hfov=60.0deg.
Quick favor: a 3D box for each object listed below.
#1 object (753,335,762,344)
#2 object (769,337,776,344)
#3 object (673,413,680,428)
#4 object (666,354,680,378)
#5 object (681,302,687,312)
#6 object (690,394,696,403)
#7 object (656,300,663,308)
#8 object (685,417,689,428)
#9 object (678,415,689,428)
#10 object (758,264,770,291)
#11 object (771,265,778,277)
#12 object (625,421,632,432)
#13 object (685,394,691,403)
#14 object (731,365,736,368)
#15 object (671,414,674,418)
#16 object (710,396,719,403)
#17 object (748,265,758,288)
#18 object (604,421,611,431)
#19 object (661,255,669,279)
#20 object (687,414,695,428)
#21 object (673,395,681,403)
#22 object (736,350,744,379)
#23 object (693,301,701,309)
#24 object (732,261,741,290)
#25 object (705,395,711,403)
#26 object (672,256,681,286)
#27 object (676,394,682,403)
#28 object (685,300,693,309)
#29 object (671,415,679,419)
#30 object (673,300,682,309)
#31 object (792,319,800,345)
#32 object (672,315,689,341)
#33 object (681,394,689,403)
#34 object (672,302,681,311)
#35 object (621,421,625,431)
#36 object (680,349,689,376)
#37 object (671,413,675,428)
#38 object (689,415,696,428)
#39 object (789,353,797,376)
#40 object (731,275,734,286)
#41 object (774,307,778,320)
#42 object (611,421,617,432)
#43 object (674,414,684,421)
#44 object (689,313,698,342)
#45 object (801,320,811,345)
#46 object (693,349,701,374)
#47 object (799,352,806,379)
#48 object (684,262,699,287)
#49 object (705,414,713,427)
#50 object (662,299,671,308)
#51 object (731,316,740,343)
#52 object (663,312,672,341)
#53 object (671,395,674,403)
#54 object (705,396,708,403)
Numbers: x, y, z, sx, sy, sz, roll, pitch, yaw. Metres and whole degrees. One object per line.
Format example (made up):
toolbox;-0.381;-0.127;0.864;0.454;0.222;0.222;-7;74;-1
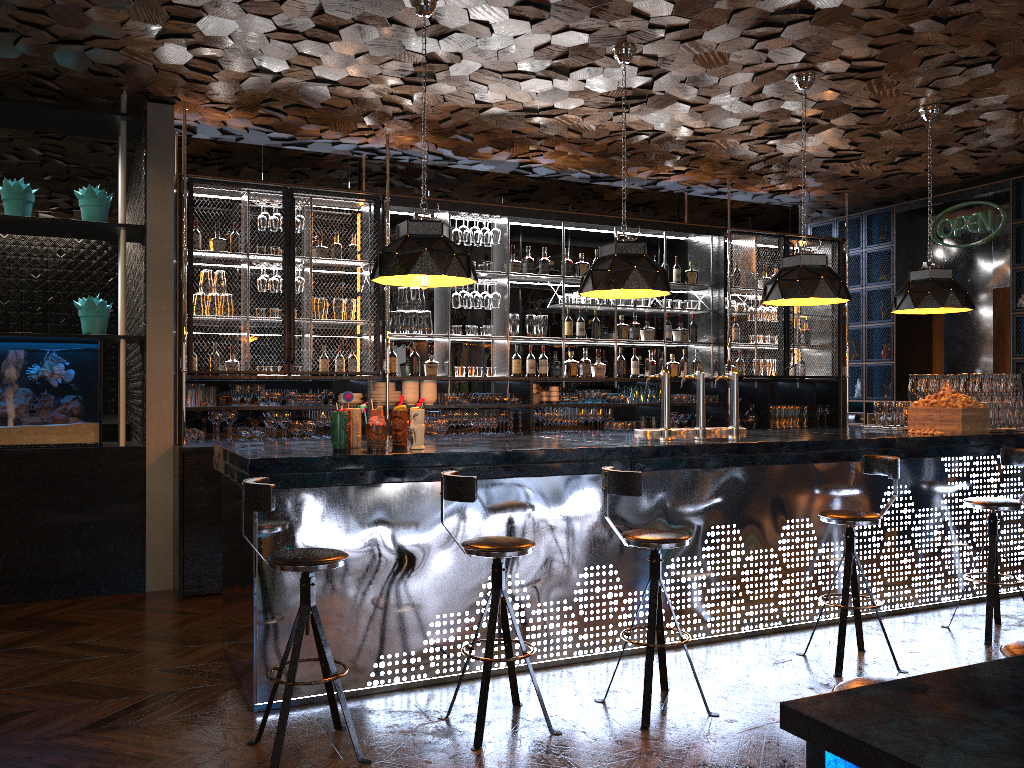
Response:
object;2.556;-0.462;9.226;0.089;0.092;0.089;0;0;-41
object;2.789;-0.460;9.533;0.089;0.092;0.089;0;0;-41
object;1.601;0.368;8.688;0.089;0.174;0.089;0;0;25
object;1.604;-0.176;8.862;0.151;0.248;0.094;0;0;-17
object;1.766;-0.788;9.054;0.089;0.092;0.089;0;0;14
object;1.799;0.144;8.735;0.084;0.082;0.084;0;0;-43
object;1.493;-0.789;8.899;0.089;0.092;0.089;0;0;19
object;1.740;0.381;8.870;0.106;0.148;0.106;0;0;3
object;1.685;0.380;8.712;0.106;0.148;0.106;0;0;-7
object;2.670;-1.124;9.378;0.123;0.279;0.123;0;0;-22
object;2.813;-1.126;9.444;0.083;0.282;0.083;0;0;-40
object;1.105;0.404;8.400;0.067;0.099;0.067;0;0;36
object;1.740;0.144;8.816;0.084;0.082;0.084;0;0;-19
object;2.228;-0.190;9.146;0.123;0.279;0.123;0;0;-37
object;1.584;0.381;8.924;0.106;0.148;0.106;0;0;-7
object;2.015;0.150;8.824;0.088;0.070;0.098;0;0;-16
object;2.530;-1.127;9.310;0.083;0.282;0.083;0;0;-25
object;0.918;0.404;8.561;0.067;0.100;0.067;0;0;-33
object;1.519;-1.137;8.831;0.086;0.299;0.086;0;0;23
object;1.838;0.380;9.036;0.107;0.152;0.107;0;0;-20
object;1.602;0.144;8.643;0.084;0.082;0.084;0;0;-25
object;2.373;-0.200;9.234;0.086;0.299;0.086;0;0;23
object;1.857;-0.789;8.916;0.089;0.092;0.089;0;0;-40
object;2.336;-1.134;9.221;0.086;0.297;0.086;0;0;23
object;1.971;0.151;8.911;0.098;0.070;0.088;0;0;2
object;1.656;-1.136;8.927;0.086;0.298;0.086;0;0;23
object;1.665;0.145;8.780;0.084;0.082;0.084;0;0;2
object;1.769;-0.789;8.868;0.089;0.092;0.089;0;0;14
object;1.637;0.381;8.819;0.106;0.148;0.106;0;0;7
object;1.649;-0.789;8.852;0.089;0.092;0.089;0;0;-26
object;3.064;-0.562;9.566;0.086;0.299;0.086;0;0;23
object;1.688;-0.555;8.889;0.123;0.279;0.123;0;0;-37
object;1.691;0.144;8.683;0.084;0.082;0.084;0;0;-8
object;1.672;-0.789;8.996;0.089;0.092;0.089;0;0;-40
object;1.052;0.405;8.513;0.067;0.099;0.067;0;0;36
object;1.737;-0.201;8.941;0.086;0.298;0.086;0;0;23
object;1.529;0.367;8.588;0.089;0.174;0.089;0;0;25
object;1.790;0.381;8.765;0.106;0.148;0.106;0;0;-16
object;3.029;-0.190;9.543;0.083;0.282;0.083;0;0;-40
object;2.208;-1.124;9.141;0.123;0.279;0.123;0;0;-17
object;2.797;-0.797;9.334;0.092;0.244;0.092;0;0;-31
object;0.974;0.404;8.465;0.067;0.100;0.067;0;0;-33
object;1.688;0.382;8.972;0.106;0.148;0.106;0;0;14
object;1.833;-0.565;8.978;0.086;0.299;0.086;0;0;23
object;3.188;-0.553;9.621;0.083;0.282;0.083;0;0;-15
object;1.874;-0.200;8.992;0.080;0.299;0.080;0;0;-23
object;3.136;-0.196;9.609;0.086;0.298;0.086;0;0;23
object;1.813;-1.109;8.967;0.151;0.248;0.094;0;0;3
object;1.949;0.379;8.816;0.107;0.152;0.107;0;0;0
object;1.531;-0.790;8.763;0.089;0.092;0.089;0;0;-40
object;2.325;-0.562;9.224;0.086;0.298;0.086;0;0;23
object;1.551;-0.566;8.848;0.086;0.298;0.086;0;0;23
object;1.528;0.144;8.610;0.084;0.082;0.084;0;0;-33
object;1.902;0.150;8.825;0.088;0.070;0.098;0;0;10
